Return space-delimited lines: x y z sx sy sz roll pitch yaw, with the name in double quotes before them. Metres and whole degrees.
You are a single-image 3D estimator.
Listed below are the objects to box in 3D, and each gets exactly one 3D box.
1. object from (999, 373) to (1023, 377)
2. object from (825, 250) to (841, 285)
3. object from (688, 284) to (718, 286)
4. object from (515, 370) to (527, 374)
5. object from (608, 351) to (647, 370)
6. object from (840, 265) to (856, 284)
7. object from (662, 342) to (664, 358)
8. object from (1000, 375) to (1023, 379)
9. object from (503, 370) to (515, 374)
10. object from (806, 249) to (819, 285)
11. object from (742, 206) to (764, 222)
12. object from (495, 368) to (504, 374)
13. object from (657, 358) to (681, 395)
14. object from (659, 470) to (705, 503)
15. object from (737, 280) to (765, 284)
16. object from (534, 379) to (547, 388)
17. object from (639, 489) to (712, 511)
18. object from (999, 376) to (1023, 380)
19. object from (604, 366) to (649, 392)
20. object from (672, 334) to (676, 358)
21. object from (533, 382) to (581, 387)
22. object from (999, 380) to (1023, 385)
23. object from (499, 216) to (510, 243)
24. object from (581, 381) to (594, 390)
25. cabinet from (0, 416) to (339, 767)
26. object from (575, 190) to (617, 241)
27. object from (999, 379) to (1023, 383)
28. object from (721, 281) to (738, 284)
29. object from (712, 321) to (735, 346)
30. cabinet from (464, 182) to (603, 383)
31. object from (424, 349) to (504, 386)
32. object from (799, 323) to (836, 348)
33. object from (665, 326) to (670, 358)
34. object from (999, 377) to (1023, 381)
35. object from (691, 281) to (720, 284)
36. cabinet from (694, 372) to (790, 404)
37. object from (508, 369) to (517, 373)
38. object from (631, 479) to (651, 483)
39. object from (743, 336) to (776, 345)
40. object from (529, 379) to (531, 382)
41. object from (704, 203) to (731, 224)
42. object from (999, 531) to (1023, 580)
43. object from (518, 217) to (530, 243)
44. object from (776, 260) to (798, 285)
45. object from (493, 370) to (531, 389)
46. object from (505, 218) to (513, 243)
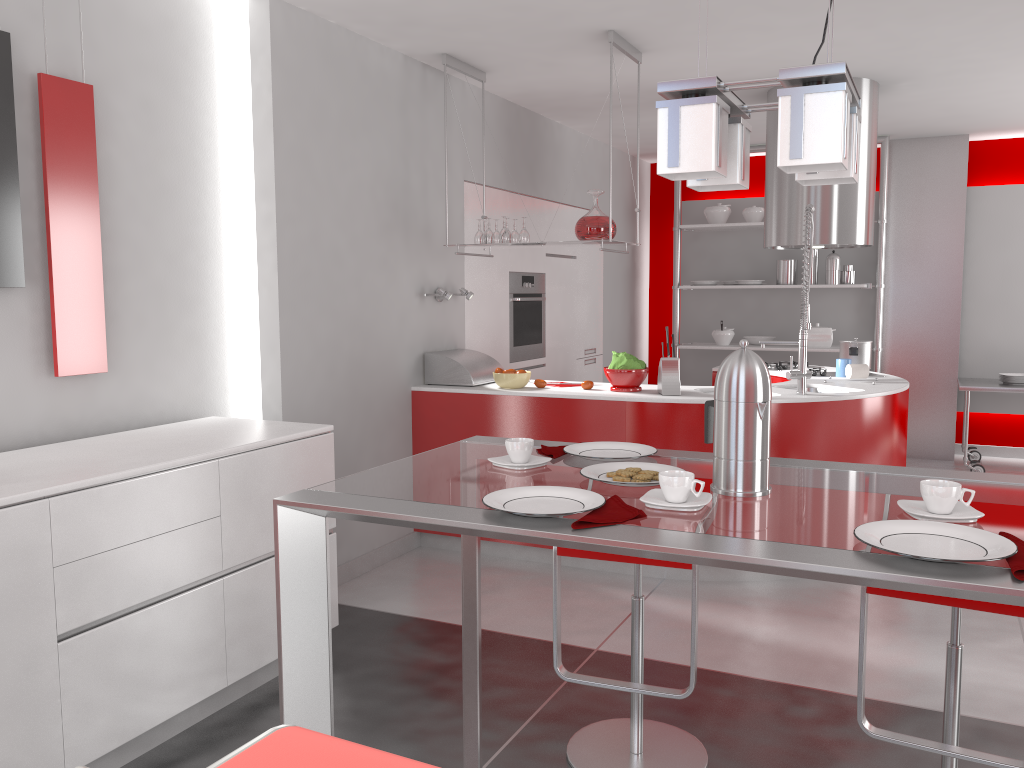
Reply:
"object" 3.778 -0.060 6.626 0.228 0.020 0.228 0 6 7
"object" 2.572 -0.933 7.104 0.115 0.274 0.115 2 6 18
"object" 1.653 -0.848 7.598 0.280 0.015 0.280 -3 7 -27
"object" 0.047 -0.051 4.665 0.066 0.049 0.062 4 7 33
"object" 0.588 -0.077 4.490 0.198 0.182 0.193 3 7 31
"object" 2.737 -0.889 7.238 0.127 0.157 0.127 4 7 36
"object" 0.742 -0.105 4.345 0.009 0.197 0.091 -1 6 -3
"object" 3.778 -0.050 6.627 0.228 0.020 0.228 0 6 7
"object" -0.017 -0.049 4.650 0.065 0.052 0.062 1 6 10
"object" 2.436 -0.972 7.220 0.109 0.329 0.110 2 6 23
"object" 2.031 -1.417 7.443 0.192 0.153 0.192 4 7 39
"object" -0.061 -0.058 4.690 0.055 0.058 0.066 1 6 11
"object" 0.769 -0.041 4.333 0.091 0.178 0.137 0 6 -1
"object" 0.294 0.184 1.561 0.062 0.049 0.078 -3 6 -24
"object" 1.991 -0.845 7.420 0.244 0.042 0.244 1 6 10
"object" 0.149 -0.001 4.658 0.065 0.047 0.063 2 6 25
"object" 0.291 0.207 1.571 0.119 0.016 0.119 2 6 23
"object" 3.778 -0.040 6.628 0.228 0.020 0.228 0 6 7
"object" 0.579 -0.024 4.499 0.229 0.118 0.228 -1 6 -3
"object" 0.796 -0.104 4.346 0.012 0.279 0.130 -1 6 -3
"object" 0.259 0.003 4.801 0.168 0.006 0.266 -5 7 -37
"object" 3.778 -0.010 6.631 0.228 0.020 0.228 0 6 7
"object" -0.040 -0.797 4.603 0.060 0.141 0.060 0 6 2
"object" 0.389 0.005 4.567 0.064 0.048 0.063 0 6 4
"cabinet" -1.340 0.666 2.737 0.610 0.880 1.802 3 6 25
"object" 0.428 -0.855 4.534 0.213 0.266 0.213 -5 7 -36
"object" 3.778 -0.020 6.630 0.228 0.020 0.228 0 6 7
"object" 1.939 -0.874 7.705 0.244 0.042 0.244 2 6 17
"object" 1.812 -0.440 7.615 0.192 0.214 0.192 1 6 12
"cabinet" -0.031 -0.298 6.483 0.614 2.026 2.398 3 6 25
"object" -0.255 -0.098 4.951 0.300 0.170 0.400 3 6 25
"object" 2.524 -0.405 7.338 0.282 0.197 0.235 1 6 16
"object" 0.769 -0.120 4.353 0.014 0.322 0.150 -1 6 -3
"object" 3.778 -0.030 6.629 0.228 0.020 0.228 0 6 7
"object" 1.653 -0.861 7.597 0.244 0.042 0.244 1 6 10
"cabinet" 0.774 0.377 5.153 1.875 0.761 1.025 -2 6 -19
"object" -0.003 -0.055 4.710 0.066 0.049 0.062 2 6 22
"object" 0.256 0.190 1.750 0.034 0.006 0.036 3 7 30
"object" 2.129 -0.371 7.634 0.272 0.072 0.272 -1 6 -10
"object" 0.083 -0.043 4.959 0.043 0.066 0.042 4 7 39
"object" 1.753 -1.447 7.572 0.231 0.191 0.231 -3 6 -24
"object" 0.738 0.240 1.232 0.095 0.012 0.234 2 6 24
"object" 0.064 -0.802 4.646 0.060 0.141 0.060 3 6 25
"object" 2.273 -0.923 7.352 0.184 0.205 0.172 3 7 31
"object" 0.000 -0.020 4.664 0.201 0.086 0.201 3 7 27
"object" -0.027 -0.805 4.687 0.060 0.141 0.060 3 6 25
